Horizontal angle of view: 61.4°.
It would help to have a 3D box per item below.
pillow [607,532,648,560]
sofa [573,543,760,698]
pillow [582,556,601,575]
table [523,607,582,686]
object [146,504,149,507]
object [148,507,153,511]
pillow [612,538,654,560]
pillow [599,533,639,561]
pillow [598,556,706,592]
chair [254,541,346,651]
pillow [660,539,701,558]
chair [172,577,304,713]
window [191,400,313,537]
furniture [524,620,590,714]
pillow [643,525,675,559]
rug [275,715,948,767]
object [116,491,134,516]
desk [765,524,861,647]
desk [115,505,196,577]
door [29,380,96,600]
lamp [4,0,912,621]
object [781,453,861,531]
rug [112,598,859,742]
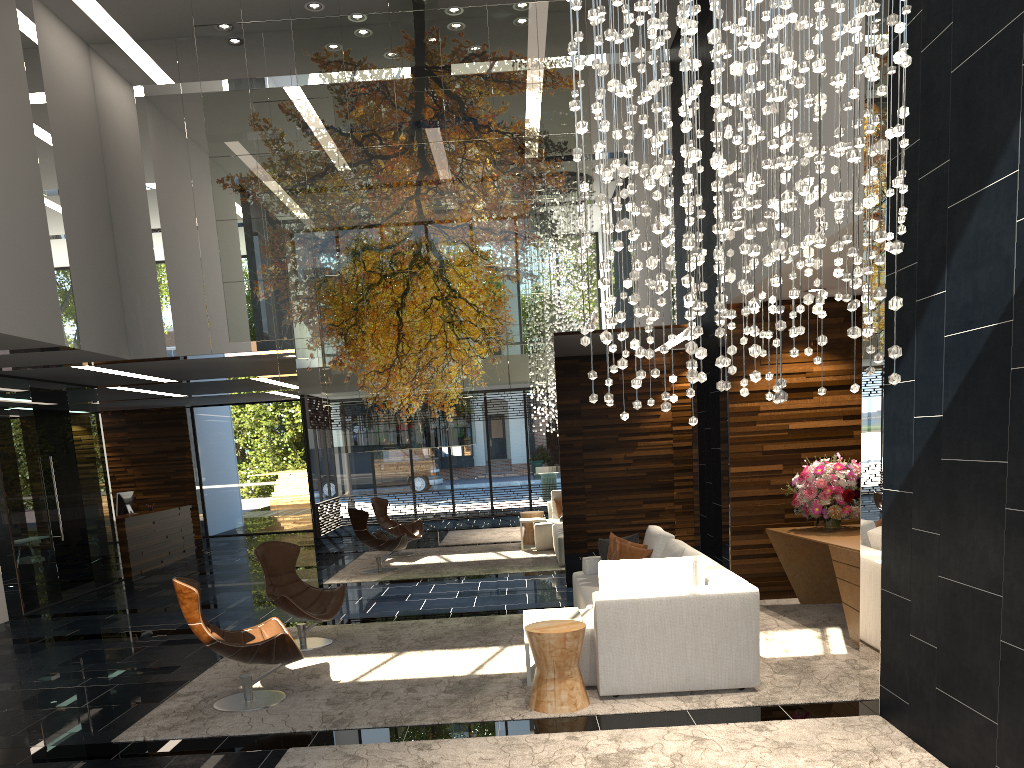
[{"bbox_3d":[0.973,1.511,7.511,0.239,0.439,0.546,-8,4,-34],"label":"pillow"},{"bbox_3d":[0.947,1.750,6.859,1.291,0.694,2.808,-4,-3,0],"label":"sofa"},{"bbox_3d":[0.969,1.669,8.018,0.623,0.155,0.236,-3,0,-4],"label":"pillow"},{"bbox_3d":[0.293,1.857,6.117,0.400,0.477,0.391,-3,4,1],"label":"table"},{"bbox_3d":[-6.116,2.074,14.541,0.076,0.105,0.149,0,2,30],"label":"object"},{"bbox_3d":[-6.094,2.107,14.537,0.077,0.061,0.075,-3,2,25],"label":"object"},{"bbox_3d":[0.962,1.522,7.295,0.265,0.421,0.516,-7,3,-29],"label":"pillow"},{"bbox_3d":[0.951,1.529,7.726,0.250,0.424,0.553,-9,5,-42],"label":"pillow"},{"bbox_3d":[0.930,1.380,5.738,0.712,0.471,0.212,-3,7,2],"label":"pillow"},{"bbox_3d":[-1.897,1.850,7.554,0.789,0.952,0.659,-1,6,28],"label":"chair"},{"bbox_3d":[1.222,1.417,6.512,0.290,0.444,0.707,-3,0,1],"label":"pillow"},{"bbox_3d":[-1.828,1.738,5.886,0.779,0.952,0.668,-6,6,-32],"label":"chair"},{"bbox_3d":[-4.782,1.796,18.615,3.958,2.914,0.058,-3,10,1],"label":"window"},{"bbox_3d":[0.287,1.790,5.479,0.392,0.533,0.384,0,6,35],"label":"furniture"},{"bbox_3d":[1.230,1.467,7.397,0.248,0.459,0.707,-3,0,0],"label":"pillow"},{"bbox_3d":[0.403,1.941,3.843,3.417,0.006,2.302,-4,-4,1],"label":"rug"},{"bbox_3d":[-6.365,2.030,14.247,0.190,0.502,0.473,-3,3,5],"label":"object"},{"bbox_3d":[2.850,1.615,6.928,0.990,0.761,2.210,-3,-2,0],"label":"desk"},{"bbox_3d":[-6.194,2.576,14.298,0.879,0.904,2.634,-3,-2,0],"label":"desk"},{"bbox_3d":[-5.808,1.382,11.244,0.101,2.914,0.846,-3,8,0],"label":"door"},{"bbox_3d":[-3.940,-46.136,2.017,400.275,116.525,392.476,-5,-3,26],"label":"lamp"},{"bbox_3d":[2.768,0.935,7.456,0.689,0.692,0.648,-4,3,-8],"label":"object"},{"bbox_3d":[0.470,2.133,6.866,5.902,0.006,3.166,-4,-4,1],"label":"rug"}]
